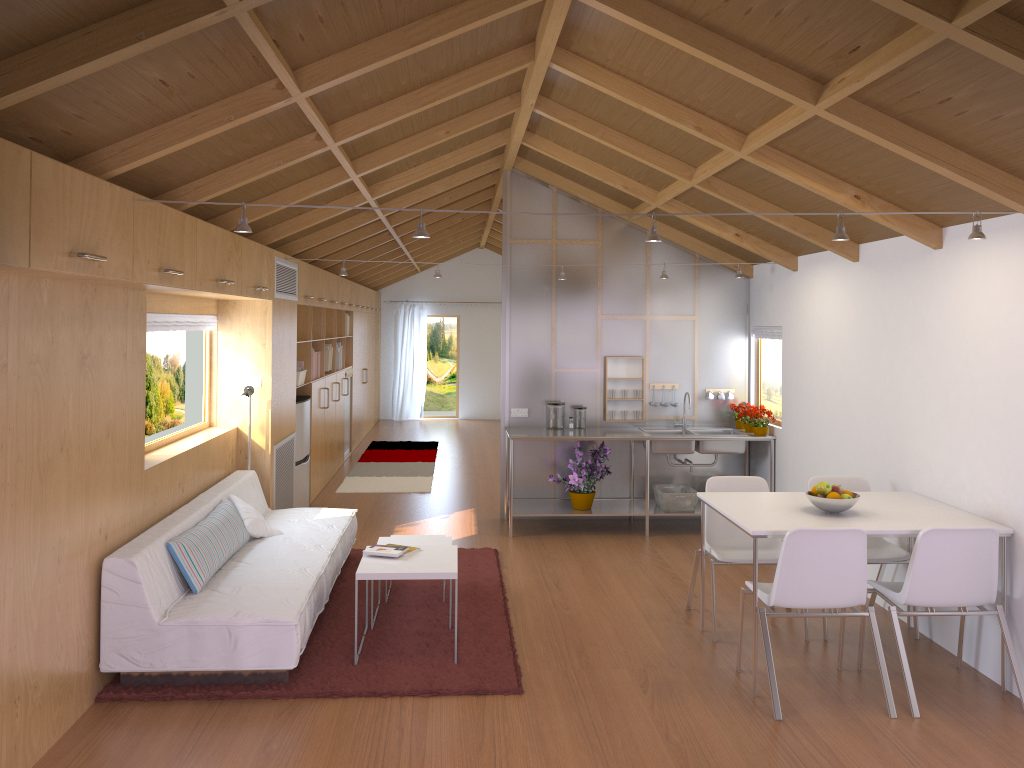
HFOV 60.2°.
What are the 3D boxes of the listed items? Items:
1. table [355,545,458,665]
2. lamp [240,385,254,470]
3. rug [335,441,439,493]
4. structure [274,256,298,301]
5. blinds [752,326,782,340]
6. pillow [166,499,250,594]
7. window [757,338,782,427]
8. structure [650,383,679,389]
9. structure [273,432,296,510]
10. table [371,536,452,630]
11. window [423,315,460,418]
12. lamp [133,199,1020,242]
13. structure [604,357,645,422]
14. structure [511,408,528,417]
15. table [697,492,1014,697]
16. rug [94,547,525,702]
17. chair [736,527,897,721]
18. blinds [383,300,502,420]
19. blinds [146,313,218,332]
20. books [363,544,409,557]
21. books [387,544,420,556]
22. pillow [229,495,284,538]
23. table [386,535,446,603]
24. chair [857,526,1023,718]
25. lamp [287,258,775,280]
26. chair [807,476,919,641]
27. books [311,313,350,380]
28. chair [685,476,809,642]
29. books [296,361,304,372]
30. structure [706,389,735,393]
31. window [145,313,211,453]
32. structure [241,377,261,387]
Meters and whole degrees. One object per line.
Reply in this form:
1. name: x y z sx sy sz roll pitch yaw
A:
1. table: -0.521 1.104 4.483 0.485 0.438 0.525 0 2 -4
2. lamp: -1.816 0.609 6.130 0.182 1.198 0.254 1 -1 -28
3. rug: -1.369 0.932 10.453 0.916 0.011 3.727 0 4 -4
4. structure: -1.730 -0.799 6.781 0.013 0.300 0.904 1 3 -4
5. blinds: 2.098 -0.419 7.218 0.047 0.111 0.726 1 4 -4
6. pillow: -1.585 0.839 4.697 0.171 0.251 1.043 0 4 -4
7. window: 2.136 -0.074 7.216 0.026 0.795 0.725 1 1 -4
8. structure: 1.301 0.020 7.549 0.250 0.051 0.016 0 0 -4
9. structure: -1.746 0.779 6.788 0.013 0.721 0.820 1 2 -4
10. table: -0.550 1.100 4.943 0.424 0.383 0.459 0 2 -4
11. window: -1.351 -0.302 15.310 0.874 1.787 0.026 1 -1 -4
12. lamp: 0.388 -0.674 3.686 3.827 0.153 0.072 0 0 -4
13. structure: 0.955 0.042 7.497 0.328 0.545 0.076 0 -1 -4
14. structure: 0.064 0.242 7.474 0.142 0.071 0.011 0 -1 -4
15. table: 1.632 0.992 4.394 1.209 0.743 0.900 0 2 -4
16. rug: -0.979 1.291 5.119 1.885 0.020 2.484 0 4 -4
17. chair: 1.348 0.996 3.986 0.531 0.786 0.547 0 1 -4
18. blinds: -0.783 -0.405 15.183 2.847 2.038 0.233 0 -1 -4
19. blinds: -2.050 -0.383 5.510 0.047 0.111 1.499 1 4 -4
20. books: -0.651 0.860 4.561 0.193 0.016 0.153 2 4 16
21. books: -0.603 0.871 4.633 0.193 0.016 0.153 2 4 26
22. pillow: -1.546 0.795 5.324 0.267 0.252 0.346 -1 3 -40
23. table: -0.575 1.111 5.342 0.342 0.309 0.370 0 2 -4
24. chair: 1.942 0.999 4.023 0.531 0.786 0.547 0 1 -4
25. lamp: 0.188 -0.890 6.872 3.827 0.153 0.072 0 0 -4
26. chair: 1.886 0.938 4.930 0.531 0.786 0.547 0 1 -4
27. books: -2.026 -0.458 9.604 0.189 0.657 3.113 1 4 -4
28. chair: 1.292 0.935 4.893 0.531 0.786 0.547 0 1 -4
29. books: -1.909 -0.105 7.752 0.150 0.192 0.088 0 0 -4
30. structure: 1.788 0.059 7.567 0.250 0.032 0.041 0 2 -4
31. window: -2.104 -0.043 5.503 0.035 0.790 1.498 1 3 -4
32. structure: -1.850 -0.017 6.269 0.142 0.071 0.011 0 -1 -4
